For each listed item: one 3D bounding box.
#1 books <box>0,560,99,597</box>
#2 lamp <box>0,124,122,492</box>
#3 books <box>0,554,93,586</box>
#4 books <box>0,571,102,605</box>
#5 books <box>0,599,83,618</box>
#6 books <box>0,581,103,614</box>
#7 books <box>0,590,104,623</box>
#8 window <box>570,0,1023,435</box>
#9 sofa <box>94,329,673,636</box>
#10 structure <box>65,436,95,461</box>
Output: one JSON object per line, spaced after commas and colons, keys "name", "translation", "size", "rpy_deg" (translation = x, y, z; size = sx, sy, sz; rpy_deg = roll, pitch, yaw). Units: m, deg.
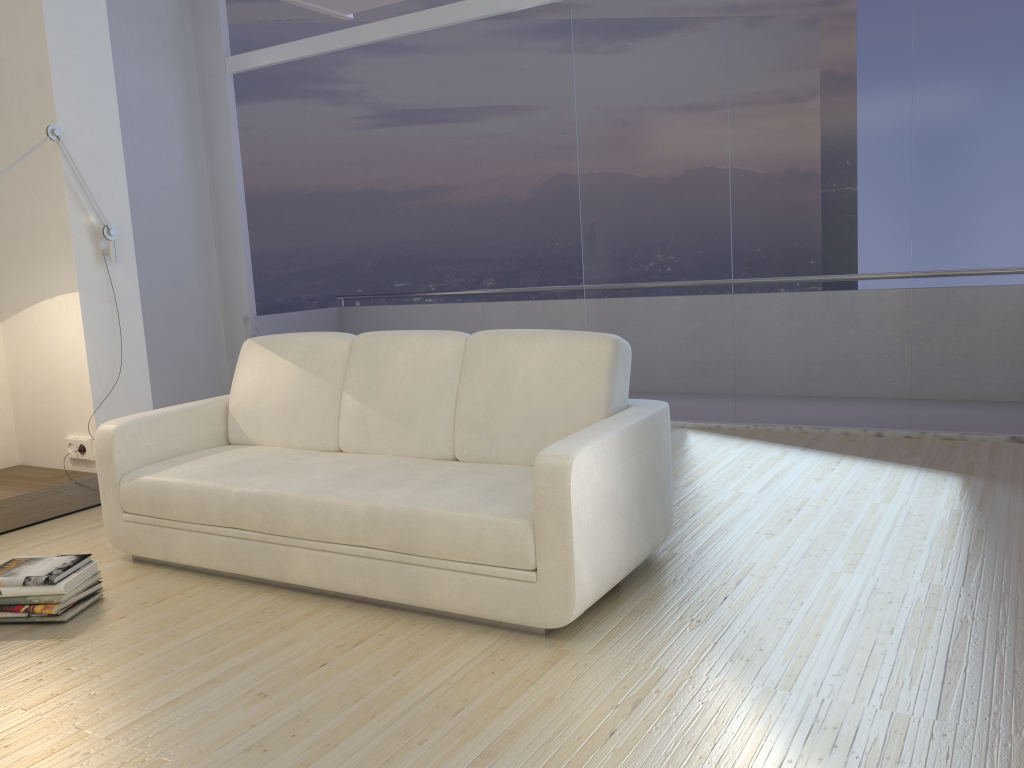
{"name": "books", "translation": [-1.654, 0.680, 3.089], "size": [0.319, 0.038, 0.247], "rpy_deg": [-3, 8, 2]}
{"name": "lamp", "translation": [-2.256, -0.298, 4.212], "size": [0.204, 1.841, 0.891], "rpy_deg": [1, 9, 26]}
{"name": "books", "translation": [-1.662, 0.649, 3.085], "size": [0.287, 0.025, 0.247], "rpy_deg": [-3, 8, 4]}
{"name": "books", "translation": [-1.652, 0.712, 3.093], "size": [0.328, 0.027, 0.247], "rpy_deg": [-3, 8, 6]}
{"name": "books", "translation": [-1.655, 0.760, 3.100], "size": [0.287, 0.018, 0.247], "rpy_deg": [-3, 8, 4]}
{"name": "books", "translation": [-1.632, 0.739, 3.092], "size": [0.287, 0.025, 0.247], "rpy_deg": [-1, 8, 15]}
{"name": "books", "translation": [-1.648, 0.778, 3.102], "size": [0.328, 0.018, 0.247], "rpy_deg": [-3, 8, 6]}
{"name": "window", "translation": [1.739, -1.086, 5.058], "size": [2.988, 2.706, 0.012], "rpy_deg": [1, 9, 30]}
{"name": "sofa", "translation": [-0.535, 0.248, 3.437], "size": [2.166, 0.862, 0.941], "rpy_deg": [1, 9, 30]}
{"name": "structure", "translation": [-2.228, 0.332, 4.565], "size": [0.206, 0.114, 0.028], "rpy_deg": [1, 9, 30]}
